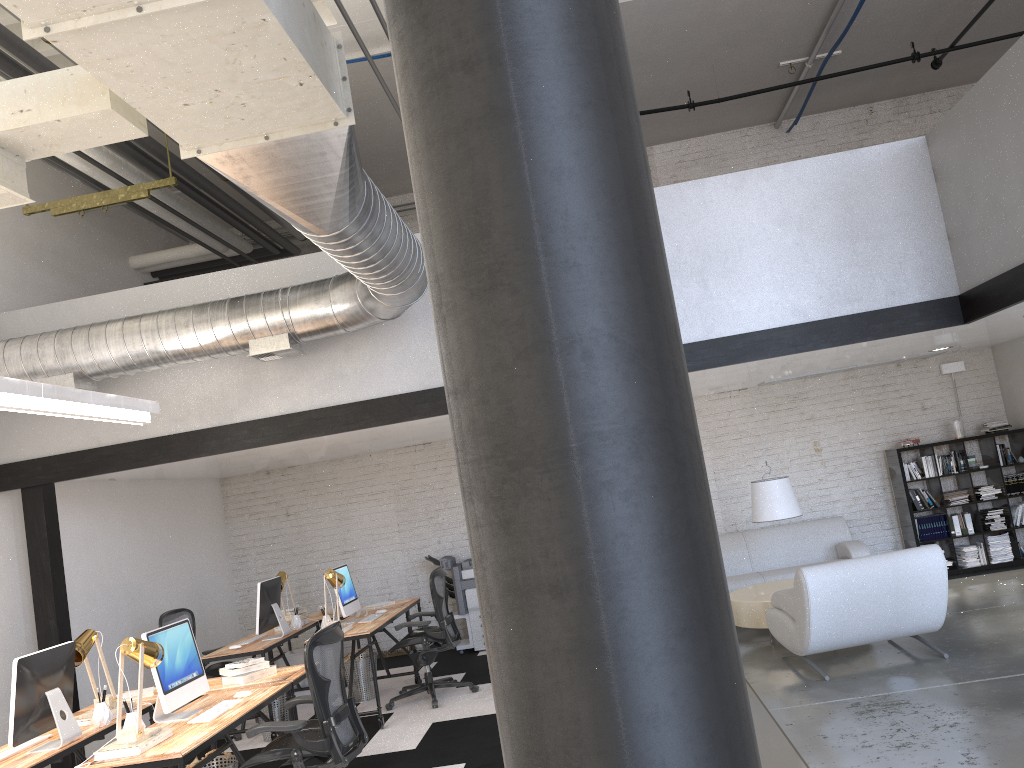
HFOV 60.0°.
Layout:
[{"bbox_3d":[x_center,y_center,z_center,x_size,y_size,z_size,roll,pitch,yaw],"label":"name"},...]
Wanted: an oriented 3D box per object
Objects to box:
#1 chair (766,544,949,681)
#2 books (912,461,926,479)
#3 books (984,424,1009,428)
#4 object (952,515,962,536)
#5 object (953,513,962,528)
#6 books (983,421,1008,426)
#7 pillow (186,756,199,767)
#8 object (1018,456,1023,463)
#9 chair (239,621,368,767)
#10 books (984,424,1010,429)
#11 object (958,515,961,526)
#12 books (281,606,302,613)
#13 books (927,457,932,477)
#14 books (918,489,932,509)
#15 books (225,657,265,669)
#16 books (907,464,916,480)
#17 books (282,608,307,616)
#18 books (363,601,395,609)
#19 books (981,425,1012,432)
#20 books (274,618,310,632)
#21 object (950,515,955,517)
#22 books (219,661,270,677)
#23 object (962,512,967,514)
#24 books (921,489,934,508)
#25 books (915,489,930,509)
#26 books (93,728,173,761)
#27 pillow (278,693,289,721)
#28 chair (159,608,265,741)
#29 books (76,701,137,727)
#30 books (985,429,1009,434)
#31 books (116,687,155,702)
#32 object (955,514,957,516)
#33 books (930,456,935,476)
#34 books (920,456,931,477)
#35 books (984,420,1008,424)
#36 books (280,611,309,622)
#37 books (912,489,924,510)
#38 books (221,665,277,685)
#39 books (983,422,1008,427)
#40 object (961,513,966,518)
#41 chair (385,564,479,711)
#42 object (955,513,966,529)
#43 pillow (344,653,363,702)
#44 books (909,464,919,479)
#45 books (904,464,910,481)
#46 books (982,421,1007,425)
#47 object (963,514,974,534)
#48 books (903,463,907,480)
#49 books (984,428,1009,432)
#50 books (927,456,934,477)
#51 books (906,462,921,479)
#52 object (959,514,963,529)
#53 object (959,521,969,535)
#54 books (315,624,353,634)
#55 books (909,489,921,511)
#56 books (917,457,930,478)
[{"bbox_3d":[2.466,1.608,6.424,1.007,0.783,1.027,-9,-6,-4],"label":"chair"},{"bbox_3d":[4.188,0.887,9.166,0.101,0.185,0.127,-10,-6,5],"label":"books"},{"bbox_3d":[5.015,0.434,9.176,0.199,0.010,0.126,-9,-7,-4],"label":"books"},{"bbox_3d":[4.548,1.453,9.129,0.056,0.199,0.177,-10,-6,6],"label":"object"},{"bbox_3d":[4.590,1.437,9.118,0.006,0.207,0.140,-10,-6,5],"label":"object"},{"bbox_3d":[5.010,0.412,9.188,0.199,0.010,0.126,-10,-7,6],"label":"books"},{"bbox_3d":[-1.762,2.327,4.976,0.119,0.406,0.239,-10,-6,5],"label":"pillow"},{"bbox_3d":[5.196,0.769,9.046,0.060,0.061,0.060,-13,-7,30],"label":"object"},{"bbox_3d":[-1.103,1.829,4.580,0.792,1.084,0.772,-8,-6,-12],"label":"chair"},{"bbox_3d":[5.019,0.445,9.187,0.223,0.009,0.125,-9,-7,-4],"label":"books"},{"bbox_3d":[4.585,1.441,9.117,0.005,0.203,0.140,-10,-6,5],"label":"object"},{"bbox_3d":[-2.117,2.168,8.539,0.153,0.030,0.185,-10,-7,3],"label":"books"},{"bbox_3d":[4.306,0.862,9.195,0.015,0.202,0.129,-10,-6,5],"label":"books"},{"bbox_3d":[4.236,1.181,9.142,0.097,0.215,0.141,-10,-6,5],"label":"books"},{"bbox_3d":[-1.665,1.740,5.532,0.153,0.030,0.185,-14,-8,32],"label":"books"},{"bbox_3d":[4.113,0.911,9.168,0.061,0.164,0.119,-10,-6,5],"label":"books"},{"bbox_3d":[-2.127,2.201,8.538,0.193,0.044,0.257,-12,-7,22],"label":"books"},{"bbox_3d":[-1.266,2.110,8.452,0.200,0.024,0.235,-15,-8,38],"label":"books"},{"bbox_3d":[5.014,0.461,9.183,0.259,0.019,0.138,-8,-7,-9],"label":"books"},{"bbox_3d":[-1.968,2.157,7.938,0.225,0.038,0.309,-10,-7,5],"label":"books"},{"bbox_3d":[4.536,1.452,9.120,0.033,0.206,0.140,-10,-6,6],"label":"object"},{"bbox_3d":[-1.671,1.774,5.539,0.257,0.044,0.193,-4,-8,-38],"label":"books"},{"bbox_3d":[4.669,1.419,9.097,0.027,0.212,0.130,-10,-6,7],"label":"object"},{"bbox_3d":[4.264,1.183,9.143,0.093,0.202,0.149,-10,-6,5],"label":"books"},{"bbox_3d":[4.206,1.184,9.142,0.104,0.218,0.160,-10,-6,5],"label":"books"},{"bbox_3d":[-1.760,1.677,4.135,0.225,0.038,0.309,-10,-7,5],"label":"books"},{"bbox_3d":[-1.789,2.568,6.989,0.119,0.406,0.239,-10,-6,5],"label":"pillow"},{"bbox_3d":[-2.557,2.407,7.452,0.792,1.084,0.772,-8,-6,-12],"label":"chair"},{"bbox_3d":[-2.314,1.874,5.030,0.225,0.038,0.309,-10,-7,5],"label":"books"},{"bbox_3d":[5.020,0.489,9.183,0.214,0.016,0.136,-13,-7,26],"label":"books"},{"bbox_3d":[-2.377,1.957,5.578,0.235,0.024,0.200,-7,-7,-22],"label":"books"},{"bbox_3d":[4.555,1.439,9.114,0.032,0.203,0.130,-10,-6,6],"label":"object"},{"bbox_3d":[4.329,0.851,9.175,0.012,0.213,0.135,-10,-6,5],"label":"books"},{"bbox_3d":[4.288,0.856,9.199,0.021,0.219,0.134,-10,-6,5],"label":"books"},{"bbox_3d":[5.010,0.392,9.182,0.201,0.010,0.126,-12,-7,21],"label":"books"},{"bbox_3d":[-2.096,2.245,8.547,0.200,0.050,0.272,-10,-7,2],"label":"books"},{"bbox_3d":[4.166,1.191,9.155,0.086,0.221,0.160,-10,-6,5],"label":"books"},{"bbox_3d":[-1.637,1.815,5.533,0.200,0.050,0.271,-14,-8,32],"label":"books"},{"bbox_3d":[5.006,0.424,9.181,0.206,0.014,0.131,-11,-7,11],"label":"books"},{"bbox_3d":[4.651,1.427,9.104,0.016,0.207,0.140,-10,-6,7],"label":"object"},{"bbox_3d":[-0.757,2.112,7.489,0.792,1.084,0.772,-8,-6,-12],"label":"chair"},{"bbox_3d":[4.616,1.433,9.116,0.028,0.207,0.140,-10,-6,5],"label":"object"},{"bbox_3d":[-1.415,2.610,7.885,0.119,0.406,0.239,-10,-6,5],"label":"pillow"},{"bbox_3d":[4.140,0.907,9.164,0.075,0.162,0.119,-10,-6,5],"label":"books"},{"bbox_3d":[4.070,0.916,9.178,0.028,0.171,0.124,-10,-6,5],"label":"books"},{"bbox_3d":[5.003,0.404,9.197,0.223,0.009,0.125,-11,-7,16],"label":"books"},{"bbox_3d":[4.670,1.430,9.112,0.056,0.199,0.177,-10,-6,8],"label":"object"},{"bbox_3d":[4.043,0.913,9.188,0.025,0.187,0.138,-10,-6,5],"label":"books"},{"bbox_3d":[5.014,0.475,9.176,0.199,0.010,0.126,-11,-7,11],"label":"books"},{"bbox_3d":[4.318,0.853,9.183,0.012,0.213,0.135,-10,-6,5],"label":"books"},{"bbox_3d":[4.157,0.896,9.170,0.081,0.180,0.118,-10,-6,5],"label":"books"},{"bbox_3d":[4.600,1.438,9.119,0.022,0.203,0.130,-10,-6,5],"label":"object"},{"bbox_3d":[4.606,1.440,9.103,0.056,0.199,0.172,-10,-6,5],"label":"object"},{"bbox_3d":[-1.414,1.960,7.044,0.225,0.038,0.309,-10,-7,5],"label":"books"},{"bbox_3d":[4.128,1.195,9.153,0.097,0.225,0.162,-10,-6,5],"label":"books"},{"bbox_3d":[4.255,0.861,9.165,0.039,0.215,0.130,-10,-6,5],"label":"books"}]
